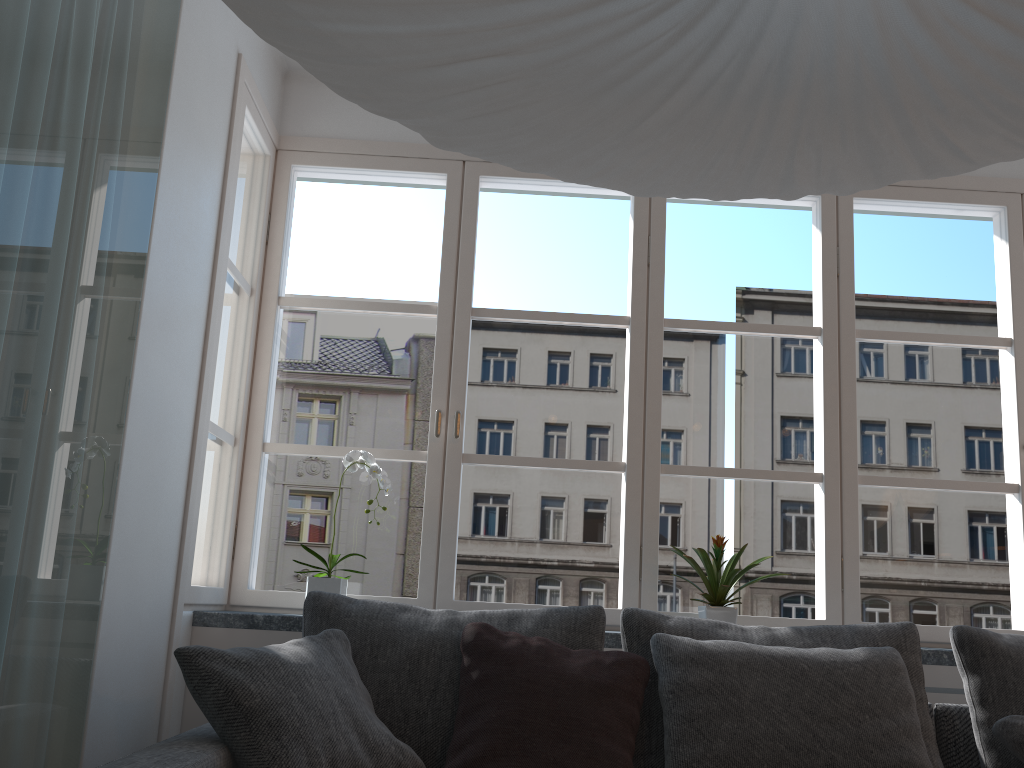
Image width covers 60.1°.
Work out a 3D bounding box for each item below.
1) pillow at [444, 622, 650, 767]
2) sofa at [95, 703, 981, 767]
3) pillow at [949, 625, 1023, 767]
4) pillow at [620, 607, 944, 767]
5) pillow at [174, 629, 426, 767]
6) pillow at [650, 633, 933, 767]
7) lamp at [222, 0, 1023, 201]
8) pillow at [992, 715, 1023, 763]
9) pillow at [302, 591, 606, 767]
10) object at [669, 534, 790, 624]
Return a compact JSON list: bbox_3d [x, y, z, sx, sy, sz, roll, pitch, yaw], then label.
[{"bbox_3d":[0.089,0.796,2.151,0.521,0.397,0.315,3,-12,1],"label":"pillow"},{"bbox_3d":[0.755,0.936,1.410,3.067,0.662,2.071,3,-14,-1],"label":"sofa"},{"bbox_3d":[1.614,0.897,2.326,0.836,0.470,0.279,3,-11,0],"label":"pillow"},{"bbox_3d":[0.701,0.847,2.327,0.839,0.468,0.281,3,-11,0],"label":"pillow"},{"bbox_3d":[-0.464,0.741,2.000,0.348,0.354,0.521,-7,-16,38],"label":"pillow"},{"bbox_3d":[0.689,0.835,2.181,0.667,0.392,0.296,3,-12,-1],"label":"pillow"},{"bbox_3d":[0.288,-0.480,0.798,1.475,0.207,1.487,-7,-17,35],"label":"lamp"},{"bbox_3d":[1.495,0.887,2.077,0.493,0.316,0.449,8,-14,-18],"label":"pillow"},{"bbox_3d":[-0.168,0.797,2.306,0.836,0.471,0.279,3,-11,0],"label":"pillow"},{"bbox_3d":[0.689,0.644,2.827,0.378,0.324,0.326,9,-14,-25],"label":"object"}]
